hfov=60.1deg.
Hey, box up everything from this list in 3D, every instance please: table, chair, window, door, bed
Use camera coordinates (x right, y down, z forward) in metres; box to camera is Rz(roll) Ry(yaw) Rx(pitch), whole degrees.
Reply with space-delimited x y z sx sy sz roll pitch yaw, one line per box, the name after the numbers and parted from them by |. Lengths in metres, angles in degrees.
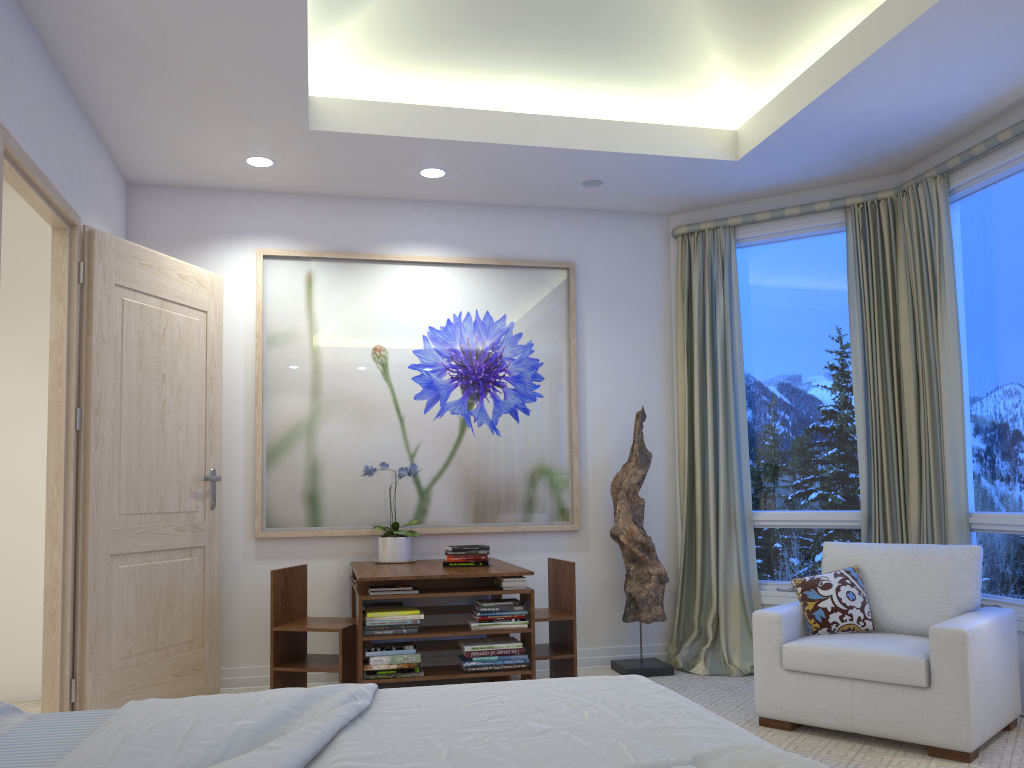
-0.359 1.151 4.122 0.740 0.597 0.904 0 -6 -13 | table
0.087 1.153 4.229 0.340 0.608 0.341 1 -5 -18 | chair
2.133 -0.230 1.765 0.814 2.017 6.878 0 -7 -13 | window
-1.610 0.352 3.417 0.360 2.047 1.791 -1 -5 4 | door
-0.466 0.677 1.144 2.019 0.811 1.978 1 -7 -13 | bed
-0.866 1.144 4.041 0.340 0.608 0.341 -2 -5 12 | chair
2.233 -0.021 3.471 0.206 2.018 1.519 0 -5 -13 | window
1.473 0.996 3.512 0.808 0.703 0.689 -6 -8 42 | chair

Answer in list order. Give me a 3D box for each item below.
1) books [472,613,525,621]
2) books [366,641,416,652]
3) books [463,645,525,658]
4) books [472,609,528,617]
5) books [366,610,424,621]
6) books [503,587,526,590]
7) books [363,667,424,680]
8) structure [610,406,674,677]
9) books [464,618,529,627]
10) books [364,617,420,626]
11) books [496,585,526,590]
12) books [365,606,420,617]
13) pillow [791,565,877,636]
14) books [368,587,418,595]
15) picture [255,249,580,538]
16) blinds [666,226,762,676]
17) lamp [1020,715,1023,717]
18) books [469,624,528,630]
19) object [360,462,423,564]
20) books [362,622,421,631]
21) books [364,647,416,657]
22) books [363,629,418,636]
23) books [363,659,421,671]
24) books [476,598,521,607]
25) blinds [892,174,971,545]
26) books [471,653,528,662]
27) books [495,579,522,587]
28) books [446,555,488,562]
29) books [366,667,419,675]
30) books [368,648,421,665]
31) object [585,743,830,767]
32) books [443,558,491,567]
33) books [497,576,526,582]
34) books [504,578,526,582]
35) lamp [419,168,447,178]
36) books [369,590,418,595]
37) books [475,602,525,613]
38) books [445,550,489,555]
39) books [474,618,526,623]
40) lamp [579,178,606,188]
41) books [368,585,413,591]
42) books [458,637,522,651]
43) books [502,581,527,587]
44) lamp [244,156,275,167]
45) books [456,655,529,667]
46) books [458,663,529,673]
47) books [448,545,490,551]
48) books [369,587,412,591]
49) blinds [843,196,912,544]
-0.062 1.004 3.839 0.209 0.015 0.146 1 -7 -12 | books
-0.507 1.099 3.708 0.198 0.017 0.114 1 -7 -13 | books
-0.085 1.149 3.830 0.257 0.033 0.156 1 -7 -13 | books
-0.054 0.990 3.846 0.217 0.016 0.138 1 -7 -12 | books
-0.496 0.979 3.750 0.239 0.019 0.173 0 -7 -8 | books
-0.004 0.880 3.848 0.101 0.012 0.141 1 -7 -12 | books
-0.501 1.208 3.711 0.242 0.019 0.169 1 -7 -12 | books
0.660 0.806 4.648 0.305 1.388 0.265 0 -4 -12 | structure
-0.069 1.030 3.847 0.249 0.015 0.180 1 -7 -12 | books
-0.508 0.996 3.737 0.222 0.020 0.155 1 -7 -12 | books
-0.004 0.880 3.847 0.103 0.013 0.143 1 -7 -12 | books
-0.508 0.961 3.742 0.217 0.019 0.157 1 -7 -12 | books
1.317 0.884 3.632 0.285 0.271 0.188 -1 -5 -3 | pillow
-0.502 0.874 3.744 0.201 0.015 0.140 1 -7 -12 | books
-0.468 0.050 4.639 1.680 1.455 0.030 0 -4 -13 | picture
1.015 0.314 4.709 0.643 2.365 0.295 -3 -5 29 | blinds
1.940 0.731 3.443 0.276 1.200 1.536 -1 -6 0 | lamp
-0.064 1.044 3.842 0.239 0.017 0.173 0 -7 -8 | books
-0.605 0.641 4.436 0.305 0.502 0.217 0 -5 -13 | object
-0.510 1.015 3.728 0.234 0.019 0.144 1 -7 -12 | books
-0.513 1.116 3.707 0.205 0.018 0.119 1 -7 -13 | books
-0.514 1.034 3.727 0.217 0.020 0.157 1 -7 -12 | books
-0.506 1.168 3.703 0.233 0.022 0.142 1 -7 -12 | books
-0.060 0.949 3.847 0.177 0.017 0.113 1 -7 -12 | books
1.872 0.230 4.097 0.266 2.359 0.526 1 -4 -19 | blinds
-0.060 1.171 3.826 0.234 0.018 0.170 0 -7 -8 | books
-0.006 0.864 3.853 0.111 0.022 0.154 1 -7 -12 | books
-0.214 0.811 4.145 0.190 0.031 0.132 0 -7 -8 | books
-0.506 1.189 3.708 0.217 0.021 0.157 1 -7 -12 | books
-0.494 1.141 3.706 0.208 0.035 0.145 1 -7 -12 | books
0.160 0.675 0.811 0.718 0.464 0.917 1 -7 -16 | object
-0.209 0.839 4.153 0.212 0.027 0.155 -1 -7 2 | books
-0.002 0.845 3.850 0.103 0.013 0.143 1 -7 -12 | books
-0.002 0.845 3.850 0.100 0.012 0.140 1 -7 -12 | books
-0.387 -1.023 4.319 0.137 0.014 0.137 5 -9 -40 | lamp
-0.501 0.874 3.744 0.201 0.014 0.137 1 -7 -12 | books
-0.054 0.970 3.848 0.205 0.026 0.125 0 -7 -8 | books
-0.209 0.787 4.148 0.205 0.020 0.125 -1 -7 -3 | books
-0.055 1.017 3.838 0.205 0.011 0.149 1 -7 -12 | books
0.408 -1.012 4.496 0.137 0.014 0.137 5 -9 -40 | lamp
-0.515 0.863 3.748 0.177 0.009 0.113 1 -7 -12 | books
-0.096 1.124 3.829 0.249 0.022 0.180 1 -7 -12 | books
-0.006 0.864 3.854 0.108 0.020 0.151 1 -7 -12 | books
-1.180 -1.033 4.143 0.137 0.014 0.137 5 -9 -40 | lamp
-0.085 1.186 3.822 0.284 0.018 0.182 1 -7 -12 | books
-0.083 1.210 3.833 0.276 0.032 0.193 1 -7 -12 | books
-0.208 0.767 4.148 0.180 0.018 0.126 1 -7 -17 | books
-0.515 0.863 3.748 0.174 0.008 0.112 1 -7 -12 | books
1.786 0.251 4.269 0.525 2.362 0.270 -3 -5 31 | blinds
